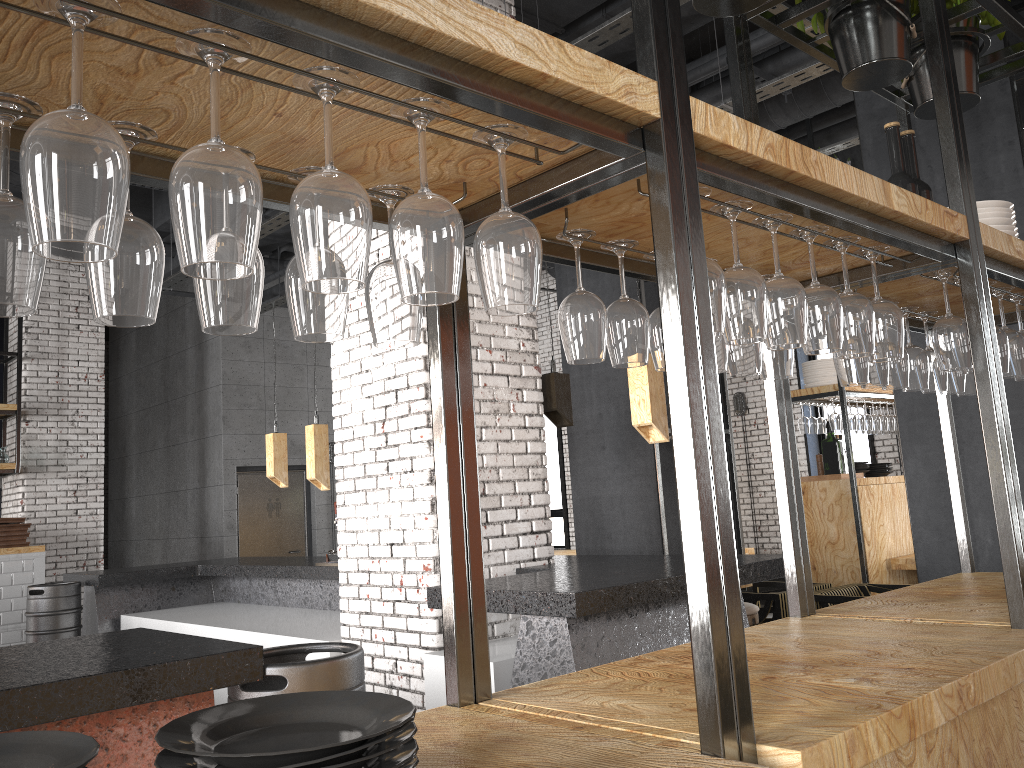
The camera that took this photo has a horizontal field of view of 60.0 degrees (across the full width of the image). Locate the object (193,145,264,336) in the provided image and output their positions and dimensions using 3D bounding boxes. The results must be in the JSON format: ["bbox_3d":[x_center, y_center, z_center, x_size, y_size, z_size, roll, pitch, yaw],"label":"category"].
[{"bbox_3d":[-0.419,-0.209,1.308,0.101,0.268,0.100,-5,-9,10],"label":"object"}]

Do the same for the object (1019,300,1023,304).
[{"bbox_3d":[1.700,-0.140,2.865,0.101,0.268,0.100,-5,-9,10],"label":"object"}]

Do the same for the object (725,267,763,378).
[{"bbox_3d":[0.569,-0.153,2.212,0.101,0.268,0.100,1,-10,-29],"label":"object"}]

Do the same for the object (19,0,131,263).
[{"bbox_3d":[-0.443,-0.263,0.902,0.101,0.268,0.100,-5,-9,10],"label":"object"}]

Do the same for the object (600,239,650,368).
[{"bbox_3d":[0.244,-0.172,1.914,0.101,0.268,0.100,1,-10,-29],"label":"object"}]

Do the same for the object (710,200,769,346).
[{"bbox_3d":[0.436,-0.212,1.707,0.101,0.268,0.100,1,-10,-29],"label":"object"}]

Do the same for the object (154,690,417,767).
[{"bbox_3d":[-0.270,0.425,1.082,0.305,0.040,0.305,-8,-9,30],"label":"object"}]

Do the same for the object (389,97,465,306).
[{"bbox_3d":[-0.117,-0.244,1.200,0.101,0.268,0.100,-5,-9,10],"label":"object"}]

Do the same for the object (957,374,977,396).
[{"bbox_3d":[1.616,-0.093,3.171,0.101,0.268,0.100,-5,-9,10],"label":"object"}]

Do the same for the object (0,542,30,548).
[{"bbox_3d":[-5.020,1.578,8.624,0.634,0.044,0.405,-11,-10,42],"label":"object"}]

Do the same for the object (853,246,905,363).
[{"bbox_3d":[0.871,-0.188,2.105,0.101,0.268,0.100,1,-10,-29],"label":"object"}]

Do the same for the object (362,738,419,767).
[{"bbox_3d":[-0.267,0.465,1.074,0.306,0.042,0.305,-4,-8,4],"label":"object"}]

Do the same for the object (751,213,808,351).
[{"bbox_3d":[0.545,-0.206,1.807,0.101,0.268,0.100,1,-10,-29],"label":"object"}]

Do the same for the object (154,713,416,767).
[{"bbox_3d":[-0.270,0.439,1.079,0.305,0.049,0.305,-1,-8,-18],"label":"object"}]

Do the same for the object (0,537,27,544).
[{"bbox_3d":[-5.022,1.534,8.631,0.405,0.044,0.634,3,-10,-40],"label":"object"}]

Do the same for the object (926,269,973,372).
[{"bbox_3d":[1.179,-0.170,2.387,0.101,0.268,0.100,-3,-9,-6],"label":"object"}]

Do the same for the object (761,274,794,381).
[{"bbox_3d":[0.678,-0.147,2.312,0.101,0.268,0.100,1,-10,-29],"label":"object"}]

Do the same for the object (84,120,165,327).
[{"bbox_3d":[-0.527,-0.216,1.208,0.101,0.268,0.100,-5,-9,10],"label":"object"}]

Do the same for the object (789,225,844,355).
[{"bbox_3d":[0.653,-0.200,1.906,0.101,0.268,0.100,1,-10,-29],"label":"object"}]

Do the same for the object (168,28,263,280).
[{"bbox_3d":[-0.334,-0.257,1.002,0.101,0.268,0.100,-5,-9,10],"label":"object"}]

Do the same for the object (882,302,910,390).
[{"bbox_3d":[1.182,-0.118,2.774,0.101,0.268,0.100,-5,-9,10],"label":"object"}]

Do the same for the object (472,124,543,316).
[{"bbox_3d":[-0.009,-0.238,1.300,0.101,0.268,0.100,-2,-9,-12],"label":"object"}]

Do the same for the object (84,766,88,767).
[{"bbox_3d":[-0.540,0.433,0.854,0.257,0.072,0.256,3,-11,-43],"label":"object"}]

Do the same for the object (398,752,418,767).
[{"bbox_3d":[-0.267,0.479,1.071,0.305,0.046,0.305,-4,-8,5],"label":"object"}]

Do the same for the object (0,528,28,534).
[{"bbox_3d":[-5.028,1.446,8.645,0.405,0.044,0.634,3,-10,-42],"label":"object"}]

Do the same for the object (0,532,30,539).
[{"bbox_3d":[-5.025,1.490,8.638,0.634,0.044,0.405,-11,-11,43],"label":"object"}]

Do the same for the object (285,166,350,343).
[{"bbox_3d":[-0.310,-0.203,1.407,0.101,0.268,0.100,-5,-9,10],"label":"object"}]

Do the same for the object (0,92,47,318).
[{"bbox_3d":[-0.636,-0.222,1.109,0.101,0.268,0.100,-5,-9,10],"label":"object"}]

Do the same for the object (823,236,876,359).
[{"bbox_3d":[0.762,-0.194,2.006,0.101,0.268,0.100,1,-10,-29],"label":"object"}]

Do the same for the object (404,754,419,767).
[{"bbox_3d":[-0.266,0.488,1.070,0.305,0.044,0.305,3,-10,-42],"label":"object"}]

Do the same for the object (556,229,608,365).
[{"bbox_3d":[0.142,-0.177,1.821,0.101,0.268,0.100,1,-10,-29],"label":"object"}]

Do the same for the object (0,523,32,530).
[{"bbox_3d":[-5.031,1.402,8.652,0.634,0.044,0.404,-10,-10,40],"label":"object"}]

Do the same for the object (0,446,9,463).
[{"bbox_3d":[-5.176,0.724,9.012,0.118,0.181,0.118,-1,-9,-19],"label":"object"}]

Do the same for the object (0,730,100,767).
[{"bbox_3d":[-0.541,0.408,0.858,0.257,0.076,0.256,-3,-8,-6],"label":"object"}]

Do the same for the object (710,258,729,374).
[{"bbox_3d":[0.461,-0.159,2.113,0.101,0.268,0.100,1,-10,-29],"label":"object"}]

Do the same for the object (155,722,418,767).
[{"bbox_3d":[-0.268,0.450,1.076,0.305,0.037,0.305,3,-10,-41],"label":"object"}]

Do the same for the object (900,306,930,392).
[{"bbox_3d":[1.291,-0.112,2.873,0.101,0.268,0.100,-5,-9,10],"label":"object"}]

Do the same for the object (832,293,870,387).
[{"bbox_3d":[0.986,-0.129,2.594,0.101,0.268,0.100,-3,-9,-6],"label":"object"}]

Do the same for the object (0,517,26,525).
[{"bbox_3d":[-5.030,1.347,8.578,0.406,0.094,0.635,4,-11,-45],"label":"object"}]

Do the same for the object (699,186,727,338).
[{"bbox_3d":[0.335,-0.218,1.614,0.101,0.268,0.100,1,-10,-29],"label":"object"}]

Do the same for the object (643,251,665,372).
[{"bbox_3d":[0.352,-0.165,2.014,0.101,0.268,0.100,1,-10,-29],"label":"object"}]

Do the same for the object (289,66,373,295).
[{"bbox_3d":[-0.226,-0.250,1.101,0.101,0.268,0.100,-5,-9,10],"label":"object"}]

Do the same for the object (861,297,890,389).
[{"bbox_3d":[1.080,-0.124,2.680,0.101,0.268,0.100,-3,-9,-6],"label":"object"}]

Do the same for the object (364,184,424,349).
[{"bbox_3d":[-0.201,-0.197,1.507,0.101,0.268,0.100,-2,-9,-12],"label":"object"}]

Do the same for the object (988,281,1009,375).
[{"bbox_3d":[1.375,-0.159,2.567,0.101,0.268,0.100,-5,-9,10],"label":"object"}]

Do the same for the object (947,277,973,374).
[{"bbox_3d":[1.273,-0.165,2.474,0.101,0.268,0.100,-3,-9,-6],"label":"object"}]
